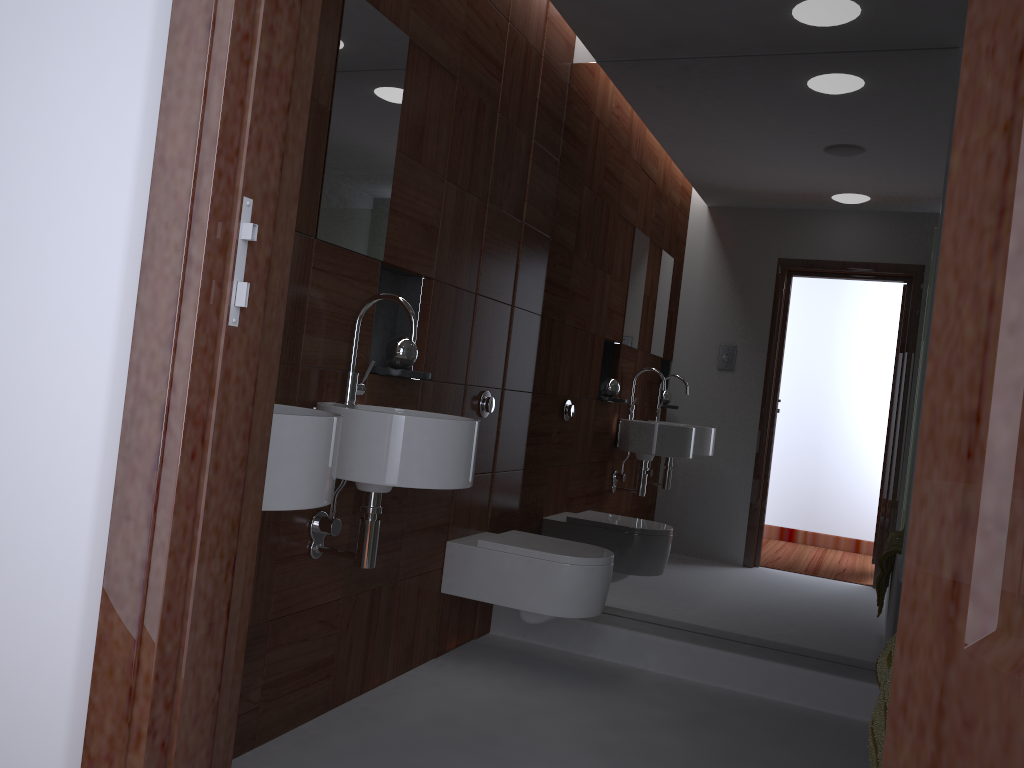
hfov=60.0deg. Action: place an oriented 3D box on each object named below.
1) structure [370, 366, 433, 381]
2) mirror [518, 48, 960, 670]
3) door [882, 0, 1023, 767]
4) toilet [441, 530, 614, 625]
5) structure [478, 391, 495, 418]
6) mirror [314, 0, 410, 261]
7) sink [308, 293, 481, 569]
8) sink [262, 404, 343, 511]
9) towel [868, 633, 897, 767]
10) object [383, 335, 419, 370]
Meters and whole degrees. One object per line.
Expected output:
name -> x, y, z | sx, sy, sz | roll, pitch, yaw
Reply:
structure -> -0.346, -0.034, 2.628 | 0.222, 0.023, 0.220 | 7, 0, 13
mirror -> 0.779, -0.158, 3.362 | 1.433, 2.183, 0.019 | 6, 0, 23
door -> 0.313, -0.031, 0.306 | 0.095, 1.780, 0.708 | 7, 0, -1
toilet -> 0.074, 0.694, 3.095 | 0.547, 0.284, 0.329 | 6, 0, 23
structure -> -0.087, 0.075, 3.207 | 0.034, 0.098, 0.098 | 6, 0, 23
mirror -> -0.390, -0.668, 2.347 | 0.010, 0.635, 0.316 | 6, 0, 23
sink -> -0.293, 0.127, 2.257 | 0.417, 0.715, 0.415 | 6, 0, 23
sink -> -0.536, 0.095, 1.675 | 0.417, 0.715, 0.415 | 6, 0, 23
towel -> 0.976, 0.792, 1.924 | 0.349, 0.452, 0.890 | 7, 0, 17
object -> -0.568, -0.124, 2.048 | 0.104, 0.104, 1.350 | 6, 0, 23
